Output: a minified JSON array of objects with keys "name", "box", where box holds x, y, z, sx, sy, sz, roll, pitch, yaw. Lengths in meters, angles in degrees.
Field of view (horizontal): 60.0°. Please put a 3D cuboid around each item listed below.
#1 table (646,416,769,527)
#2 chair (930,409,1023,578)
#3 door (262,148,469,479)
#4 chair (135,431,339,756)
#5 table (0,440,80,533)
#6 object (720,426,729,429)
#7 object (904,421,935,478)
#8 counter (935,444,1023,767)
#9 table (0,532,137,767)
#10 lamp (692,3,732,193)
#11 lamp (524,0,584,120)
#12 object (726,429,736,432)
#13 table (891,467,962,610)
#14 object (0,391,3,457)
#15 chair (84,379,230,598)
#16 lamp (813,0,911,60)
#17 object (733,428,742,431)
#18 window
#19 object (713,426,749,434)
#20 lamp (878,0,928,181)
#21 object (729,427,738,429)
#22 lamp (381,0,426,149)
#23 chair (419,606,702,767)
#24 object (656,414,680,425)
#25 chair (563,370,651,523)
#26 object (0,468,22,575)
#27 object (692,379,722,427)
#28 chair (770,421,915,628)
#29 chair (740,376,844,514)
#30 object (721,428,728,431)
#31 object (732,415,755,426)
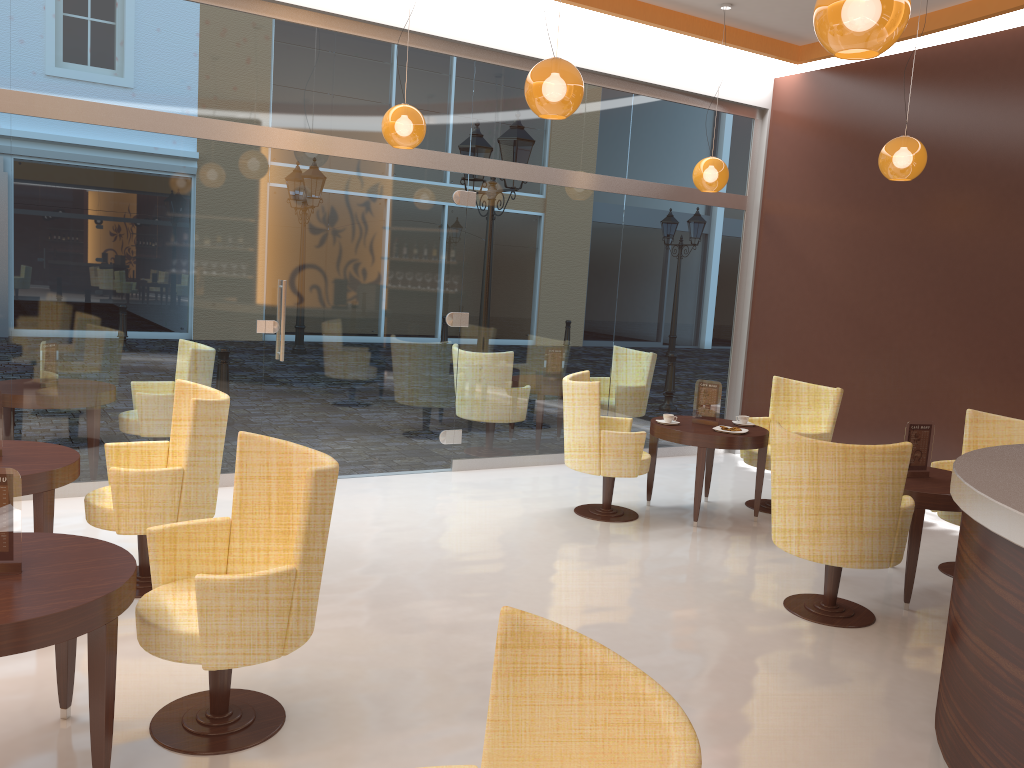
[{"name":"table","box":[1.459,0.648,6.706,0.872,0.679,0.874,6,7,15]},{"name":"chair","box":[3.063,0.717,5.633,0.685,1.017,0.729,1,8,-25]},{"name":"door","box":[-1.138,-0.484,7.019,1.640,2.499,0.020,-1,8,-32]},{"name":"chair","box":[-1.014,0.741,3.256,0.685,1.017,0.729,-1,9,-35]},{"name":"table","box":[-2.551,0.688,4.240,0.872,0.679,0.874,6,7,15]},{"name":"object","box":[1.546,0.317,6.460,0.052,0.016,0.055,-1,8,-32]},{"name":"object","box":[2.387,0.383,5.216,0.209,0.335,0.042,2,7,-18]},{"name":"counter","box":[2.298,0.957,2.958,1.586,1.100,2.917,5,7,13]},{"name":"table","box":[-1.661,0.926,2.797,0.872,0.679,0.874,4,7,5]},{"name":"lamp","box":[1.701,-2.354,7.336,0.299,1.500,0.299,7,8,26]},{"name":"lamp","box":[0.251,-2.080,4.352,0.299,1.500,0.299,1,8,-21]},{"name":"object","box":[1.582,0.334,6.404,0.055,0.014,0.053,10,9,41]},{"name":"table","box":[2.343,0.883,5.290,0.872,0.679,0.874,6,7,15]},{"name":"object","box":[-2.517,0.186,4.178,0.042,0.335,0.209,10,9,41]},{"name":"chair","box":[-1.824,0.524,4.570,0.685,1.017,0.729,0,8,-29]},{"name":"lamp","box":[1.187,-1.829,2.835,0.299,1.500,0.299,9,9,36]},{"name":"object","box":[1.638,0.332,6.440,0.052,0.018,0.055,3,7,-8]},{"name":"window","box":[-1.105,-0.979,6.958,8.200,3.380,0.040,-1,8,-32]},{"name":"object","box":[1.588,0.337,6.445,0.234,0.020,0.234,8,8,29]},{"name":"lamp","box":[2.637,-2.103,5.819,0.299,1.500,0.299,9,9,36]},{"name":"object","box":[1.623,0.324,6.483,0.051,0.018,0.054,-1,8,-33]},{"name":"lamp","box":[-0.684,-2.330,5.870,0.299,1.500,0.299,8,8,32]},{"name":"chair","box":[-0.071,1.014,1.563,0.685,1.017,0.729,2,7,-15]},{"name":"object","box":[1.163,0.263,6.610,0.153,0.069,0.153,0,8,-31]},{"name":"chair","box":[0.680,0.451,6.496,0.685,1.017,0.729,4,7,0]},{"name":"object","box":[-1.633,0.423,2.743,0.209,0.335,0.042,2,7,-14]},{"name":"object","box":[1.470,0.140,6.680,0.209,0.335,0.042,8,8,33]},{"name":"chair","box":[1.730,0.738,4.749,0.729,1.017,0.685,9,9,36]},{"name":"chair","box":[2.186,0.484,7.036,0.685,1.017,0.729,0,8,-29]},{"name":"object","box":[1.542,0.329,6.427,0.054,0.018,0.051,6,7,16]},{"name":"object","box":[1.775,0.281,6.790,0.153,0.069,0.153,3,7,-10]}]
